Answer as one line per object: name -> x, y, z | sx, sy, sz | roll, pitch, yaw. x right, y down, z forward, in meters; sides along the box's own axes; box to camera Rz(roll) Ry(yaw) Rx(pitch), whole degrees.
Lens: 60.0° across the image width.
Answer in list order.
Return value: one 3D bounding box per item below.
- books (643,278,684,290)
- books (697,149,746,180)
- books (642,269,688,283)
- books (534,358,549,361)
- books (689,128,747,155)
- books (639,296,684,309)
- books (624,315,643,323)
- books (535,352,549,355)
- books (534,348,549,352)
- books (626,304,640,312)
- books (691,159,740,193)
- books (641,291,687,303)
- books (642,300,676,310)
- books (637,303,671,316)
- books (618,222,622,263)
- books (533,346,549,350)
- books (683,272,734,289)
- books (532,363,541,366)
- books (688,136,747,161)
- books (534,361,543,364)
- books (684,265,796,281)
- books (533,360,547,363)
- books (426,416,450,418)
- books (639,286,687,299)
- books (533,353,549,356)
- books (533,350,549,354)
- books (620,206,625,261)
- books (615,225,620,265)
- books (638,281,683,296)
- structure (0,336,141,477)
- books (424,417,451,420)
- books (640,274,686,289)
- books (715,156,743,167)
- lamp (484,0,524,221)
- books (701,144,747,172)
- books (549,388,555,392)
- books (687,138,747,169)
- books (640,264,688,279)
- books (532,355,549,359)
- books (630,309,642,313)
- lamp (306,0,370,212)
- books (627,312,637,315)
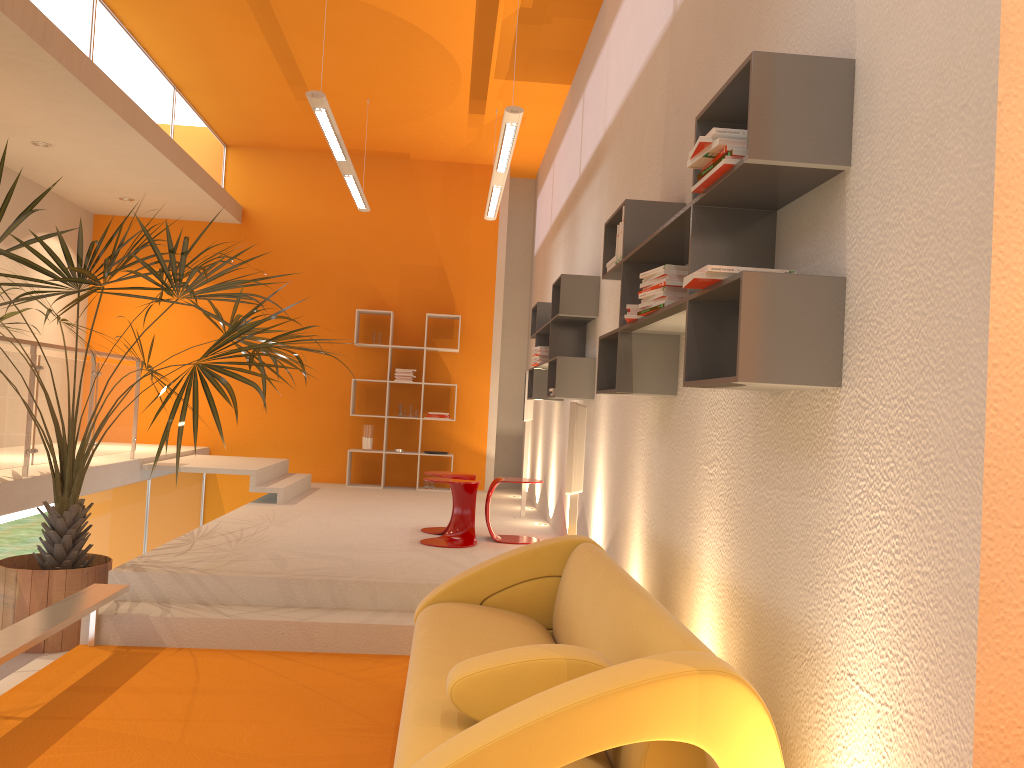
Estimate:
books -> 0.575, -0.329, 3.023 | 0.190, 0.011, 0.268 | 3, -2, -8
books -> 0.622, -0.568, 2.336 | 0.190, 0.015, 0.254 | 3, -2, -8
books -> 0.572, -0.357, 3.025 | 0.190, 0.015, 0.254 | 3, -2, -8
books -> 0.285, -0.188, 6.935 | 0.190, 0.015, 0.254 | 3, -2, -8
books -> 0.613, -0.631, 2.363 | 0.226, 0.017, 0.230 | 3, -2, -4
books -> 0.569, -0.271, 3.030 | 0.190, 0.015, 0.254 | 3, -2, -13
books -> 0.543, -0.237, 3.374 | 0.210, 0.013, 0.297 | 3, -2, 11
books -> 0.292, -0.230, 6.935 | 0.190, 0.011, 0.268 | 3, -2, -8
books -> 0.289, -0.259, 6.937 | 0.190, 0.015, 0.254 | 3, -2, -8
books -> 0.543, -0.277, 3.382 | 0.190, 0.015, 0.254 | 3, -2, 12
books -> 0.619, -0.542, 2.349 | 0.210, 0.013, 0.297 | 3, -2, -4
books -> 0.568, -0.286, 3.023 | 0.190, 0.015, 0.254 | 3, -2, -8
books -> 0.571, -0.258, 3.021 | 0.190, 0.011, 0.268 | 3, -2, -8
books -> 0.571, -0.246, 3.016 | 0.210, 0.013, 0.297 | 3, -2, -9
books -> 0.562, -0.584, 3.710 | 0.230, 0.169, 0.027 | 3, -2, -4
books -> 0.303, -0.274, 6.936 | 0.230, 0.017, 0.227 | 3, -2, -14
books -> 0.591, -0.266, 2.332 | 0.254, 0.015, 0.190 | 3, -2, 2
books -> 0.288, -0.147, 6.929 | 0.210, 0.013, 0.297 | 3, -2, -9
books -> 0.609, -0.615, 2.349 | 0.254, 0.015, 0.190 | 3, -2, 2
books -> 0.289, -0.159, 6.933 | 0.190, 0.011, 0.268 | 3, -2, -8
books -> 0.595, -0.281, 2.345 | 0.226, 0.017, 0.230 | 3, -2, -4
books -> 0.286, -0.172, 6.943 | 0.190, 0.015, 0.254 | 3, -2, -13
books -> -0.843, 0.379, 10.106 | 0.268, 0.011, 0.190 | 3, -2, -3
books -> 0.583, -0.302, 3.022 | 0.230, 0.017, 0.226 | 3, -2, -14
books -> 0.292, -0.218, 6.931 | 0.210, 0.013, 0.297 | 3, -2, -9
books -> 0.290, -0.243, 6.945 | 0.190, 0.015, 0.254 | 3, -2, -13
books -> 0.567, -0.614, 3.661 | 0.230, 0.227, 0.017 | 3, -2, -4
books -> 0.556, -0.583, 3.765 | 0.230, 0.169, 0.023 | 3, -2, -4
books -> 0.575, -0.317, 3.018 | 0.210, 0.013, 0.297 | 3, -2, -9
structure -> -3.020, 0.073, 2.404 | 0.195, 0.900, 11.050 | 3, -2, -4
books -> -0.848, 0.391, 10.106 | 0.296, 0.013, 0.210 | 3, -2, -4
books -> 0.573, -0.342, 3.033 | 0.190, 0.015, 0.254 | 3, -2, -13
books -> 0.620, -0.554, 2.346 | 0.190, 0.011, 0.268 | 3, -2, -3
lamp -> -0.074, -2.163, 7.147 | 0.120, 1.052, 3.195 | 3, -2, -4
books -> 0.625, -0.582, 2.345 | 0.190, 0.015, 0.254 | 3, -2, -3
books -> 0.375, 0.045, 5.898 | 0.230, 0.017, 0.227 | 3, -2, -4
books -> 0.613, -0.599, 2.348 | 0.230, 0.017, 0.226 | 3, -2, -9
books -> 0.586, -0.373, 3.024 | 0.230, 0.017, 0.226 | 3, -2, -14
books -> 0.300, -0.203, 6.934 | 0.230, 0.017, 0.227 | 3, -2, -14
books -> 0.546, -0.262, 3.389 | 0.190, 0.015, 0.254 | 3, -2, 7
lamp -> -1.298, -2.230, 7.060 | 0.120, 1.052, 3.195 | 3, -2, -4
books -> 0.545, -0.249, 3.378 | 0.190, 0.011, 0.268 | 3, -2, 12
